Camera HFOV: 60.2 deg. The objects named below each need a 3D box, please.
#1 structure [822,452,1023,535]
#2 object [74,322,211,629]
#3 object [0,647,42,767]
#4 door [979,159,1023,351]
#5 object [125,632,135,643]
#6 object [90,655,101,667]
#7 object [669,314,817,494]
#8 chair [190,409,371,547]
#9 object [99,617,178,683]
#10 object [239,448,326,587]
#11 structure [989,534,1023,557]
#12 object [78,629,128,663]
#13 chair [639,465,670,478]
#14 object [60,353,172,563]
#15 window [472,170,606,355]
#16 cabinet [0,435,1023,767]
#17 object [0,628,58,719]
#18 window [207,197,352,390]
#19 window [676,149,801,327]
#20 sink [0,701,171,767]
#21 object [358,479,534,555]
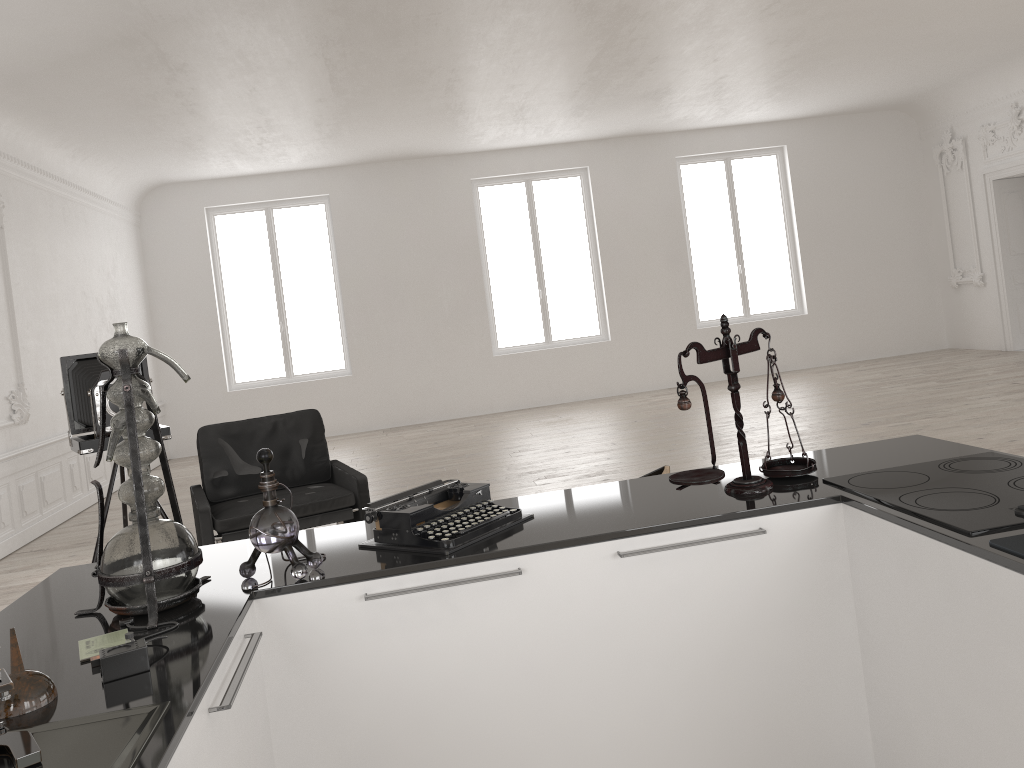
[{"bbox_3d":[1.132,0.240,2.130,0.507,0.021,0.629,-8,5,-7],"label":"structure"},{"bbox_3d":[-0.838,0.178,2.054,0.317,0.650,0.295,-7,1,36],"label":"object"},{"bbox_3d":[-0.800,0.417,1.307,0.132,0.291,0.169,-8,1,-37],"label":"object"},{"bbox_3d":[7.236,-1.748,11.853,0.655,2.590,1.562,-7,1,-7],"label":"door"},{"bbox_3d":[-0.715,0.496,1.659,0.017,0.056,0.017,-8,1,-27],"label":"object"},{"bbox_3d":[-0.787,0.525,1.686,0.032,0.012,0.042,-9,5,-22],"label":"object"},{"bbox_3d":[0.620,0.050,2.422,0.515,0.490,0.167,-9,2,-34],"label":"object"},{"bbox_3d":[-1.490,0.705,5.566,0.977,0.962,1.086,-8,3,-22],"label":"chair"},{"bbox_3d":[-0.739,0.495,1.768,0.124,0.045,0.375,-9,5,-18],"label":"object"},{"bbox_3d":[-0.583,0.308,2.169,0.204,0.312,0.222,-8,2,-9],"label":"object"},{"bbox_3d":[1.235,0.296,1.341,0.521,0.014,0.843,-8,5,-7],"label":"structure"},{"bbox_3d":[-0.820,0.525,1.781,0.094,0.004,0.140,-10,5,-27],"label":"object"},{"bbox_3d":[0.262,0.756,3.454,0.778,0.770,0.634,-5,3,38],"label":"chair"},{"bbox_3d":[-2.446,0.548,5.550,0.714,1.521,0.652,-8,1,-32],"label":"object"},{"bbox_3d":[0.417,-1.828,13.191,1.727,2.578,0.070,-7,0,-8],"label":"window"},{"bbox_3d":[0.253,0.860,1.489,2.709,0.881,2.466,-8,4,-7],"label":"cabinet"},{"bbox_3d":[-0.854,0.487,1.526,0.111,0.131,0.111,-7,2,-2],"label":"object"},{"bbox_3d":[-3.328,-1.309,12.690,1.727,2.578,0.070,-7,0,-8],"label":"window"},{"bbox_3d":[3.494,-2.255,13.603,1.727,2.578,0.070,-7,0,-8],"label":"window"},{"bbox_3d":[-0.712,0.659,0.837,0.485,0.140,1.167,-8,5,-7],"label":"sink"},{"bbox_3d":[-0.183,0.342,2.370,0.315,0.110,0.386,-4,5,38],"label":"object"}]
